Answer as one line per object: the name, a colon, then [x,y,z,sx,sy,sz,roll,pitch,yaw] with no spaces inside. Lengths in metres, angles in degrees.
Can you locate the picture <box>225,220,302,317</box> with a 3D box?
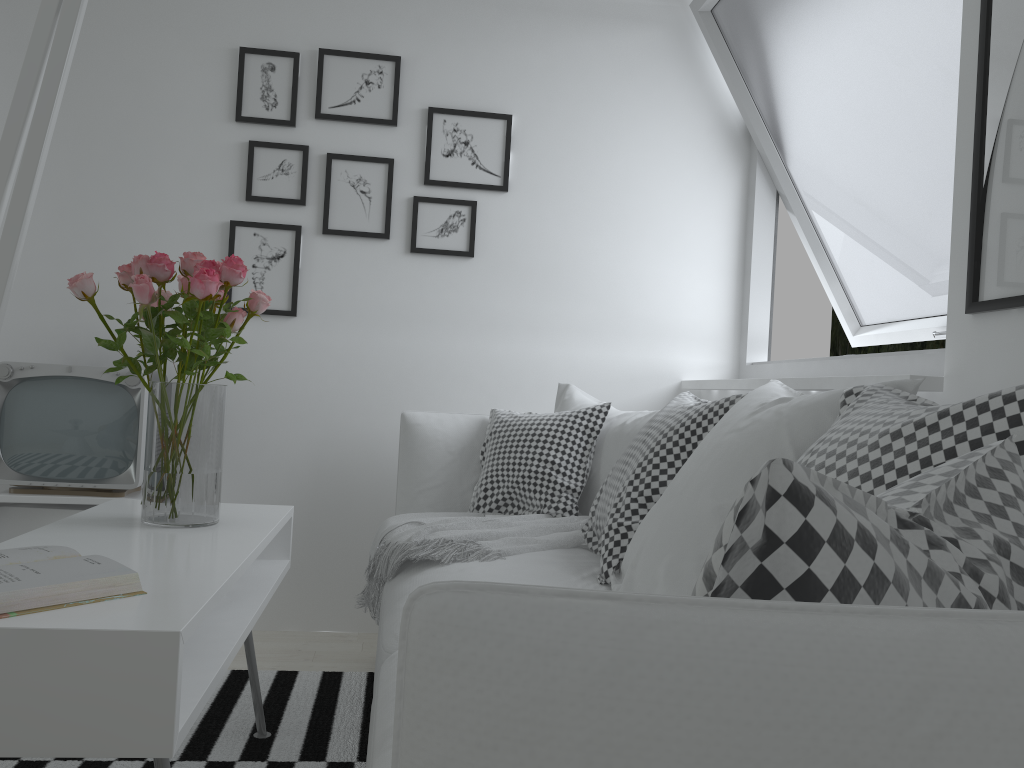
picture: [-0.831,-0.385,2.967,0.232,0.306,0.019,3,-1,-7]

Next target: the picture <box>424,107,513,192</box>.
picture: [-0.150,-0.806,3.054,0.290,0.266,0.019,3,-1,-7]

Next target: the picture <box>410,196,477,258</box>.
picture: [-0.234,-0.539,3.044,0.218,0.194,0.017,3,-1,-7]

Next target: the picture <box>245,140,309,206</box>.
picture: [-0.786,-0.706,2.975,0.196,0.202,0.018,3,-1,-7]

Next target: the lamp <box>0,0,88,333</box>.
lamp: [-0.483,0.130,0.467,0.527,1.373,0.196,3,-1,-3]

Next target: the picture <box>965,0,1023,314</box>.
picture: [0.936,-0.668,1.322,0.015,1.072,0.720,3,-1,-7]

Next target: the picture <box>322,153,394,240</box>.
picture: [-0.521,-0.636,3.008,0.225,0.274,0.018,3,-1,-7]

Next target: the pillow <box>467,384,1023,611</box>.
pillow: [0.267,0.225,1.629,0.676,0.513,2.488,3,-1,-5]

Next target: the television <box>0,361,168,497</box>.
television: [-1.283,0.133,2.643,0.414,0.374,0.273,3,-1,-7]

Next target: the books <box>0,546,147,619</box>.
books: [-0.741,0.278,1.308,0.342,0.040,0.231,3,-1,35]

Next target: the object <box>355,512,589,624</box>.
object: [0.017,0.468,2.300,0.831,0.291,0.670,3,-1,-8]

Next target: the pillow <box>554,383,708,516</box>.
pillow: [0.313,0.247,2.584,0.321,0.491,0.617,4,-1,-33]

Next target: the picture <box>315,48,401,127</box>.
picture: [-0.521,-1.005,3.007,0.275,0.236,0.021,3,-1,-7]

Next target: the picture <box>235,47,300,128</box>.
picture: [-0.818,-0.994,2.971,0.196,0.248,0.018,3,-1,-7]

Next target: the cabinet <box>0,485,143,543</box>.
cabinet: [-1.316,0.557,2.673,0.467,0.477,0.350,3,-1,-13]

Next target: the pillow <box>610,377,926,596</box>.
pillow: [0.407,0.231,1.641,0.391,0.505,0.599,3,-1,-7]

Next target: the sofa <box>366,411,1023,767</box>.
sofa: [0.213,0.486,1.622,0.917,0.768,2.647,3,-1,-7]

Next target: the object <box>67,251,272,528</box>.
object: [-0.740,0.005,1.947,0.327,0.599,0.350,3,-1,13]

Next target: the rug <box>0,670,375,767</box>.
rug: [-1.554,0.770,1.521,4.362,0.004,1.846,3,-1,-7]

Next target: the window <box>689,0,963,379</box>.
window: [2.593,-0.485,5.131,4.514,8.137,12.055,3,-1,-7]
